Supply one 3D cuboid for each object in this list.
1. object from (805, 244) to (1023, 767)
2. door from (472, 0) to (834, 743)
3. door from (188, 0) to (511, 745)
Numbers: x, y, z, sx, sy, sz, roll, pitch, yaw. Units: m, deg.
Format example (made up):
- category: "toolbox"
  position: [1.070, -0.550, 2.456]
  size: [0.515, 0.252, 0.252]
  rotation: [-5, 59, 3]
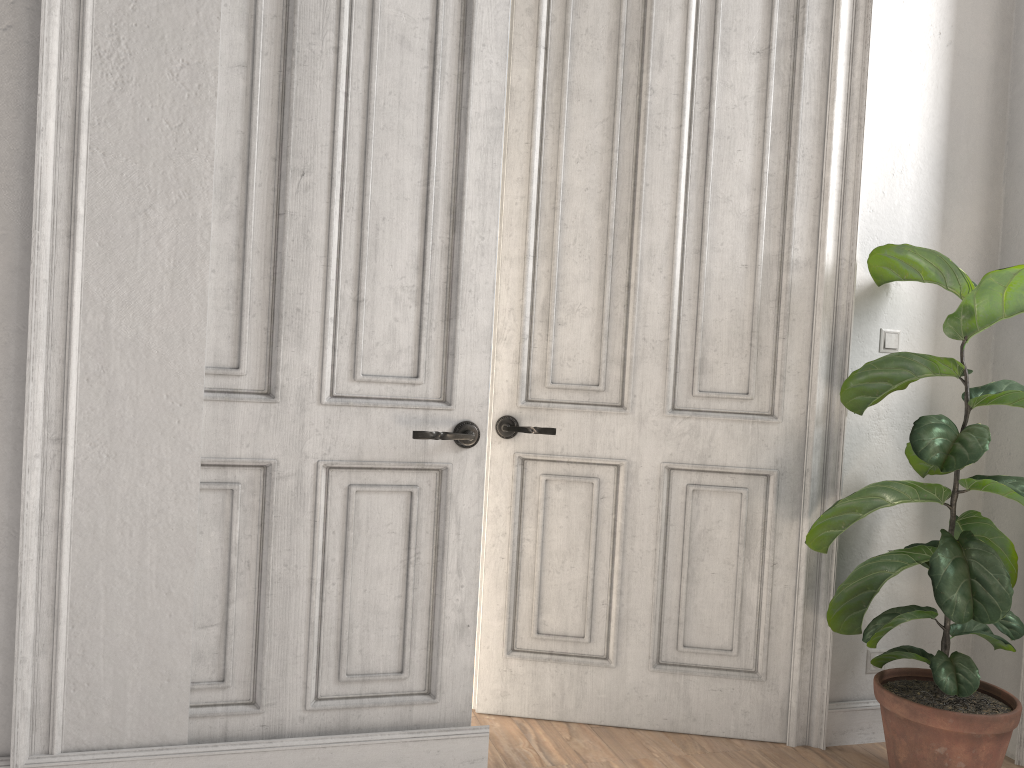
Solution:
- category: "object"
  position: [1.808, 0.361, 0.100]
  size: [0.792, 1.842, 5.825]
  rotation: [3, 1, -12]
- category: "door"
  position: [0.482, -0.250, 2.949]
  size: [1.097, 2.815, 0.216]
  rotation: [3, 1, 8]
- category: "door"
  position: [-0.582, -0.300, 2.454]
  size: [1.097, 2.815, 0.216]
  rotation: [3, 2, -15]
